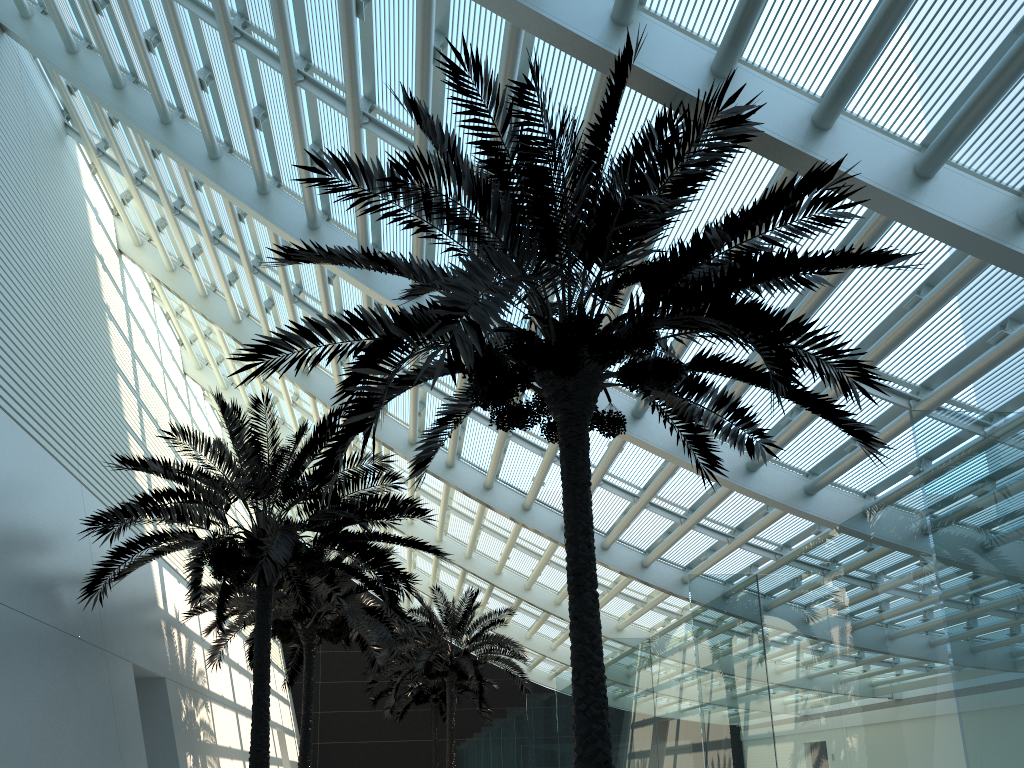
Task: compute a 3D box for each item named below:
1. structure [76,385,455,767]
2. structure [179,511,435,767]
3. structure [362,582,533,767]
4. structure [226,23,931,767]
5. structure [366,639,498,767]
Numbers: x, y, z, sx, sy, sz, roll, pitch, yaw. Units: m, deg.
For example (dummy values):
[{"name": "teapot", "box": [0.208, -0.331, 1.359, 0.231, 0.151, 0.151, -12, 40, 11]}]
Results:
[{"name": "structure", "box": [-3.327, 3.321, 11.863, 4.692, 6.434, 4.485, 8, -21, -27]}, {"name": "structure", "box": [-4.255, 5.948, 17.635, 4.348, 6.491, 4.842, -11, -21, 24]}, {"name": "structure", "box": [-1.818, 9.262, 25.231, 4.831, 6.610, 4.698, 3, -19, -13]}, {"name": "structure", "box": [0.494, 0.779, 6.760, 4.838, 6.610, 4.692, -6, -19, 10]}, {"name": "structure", "box": [-2.774, 12.872, 33.093, 4.504, 6.609, 5.042, 8, -21, -27]}]
